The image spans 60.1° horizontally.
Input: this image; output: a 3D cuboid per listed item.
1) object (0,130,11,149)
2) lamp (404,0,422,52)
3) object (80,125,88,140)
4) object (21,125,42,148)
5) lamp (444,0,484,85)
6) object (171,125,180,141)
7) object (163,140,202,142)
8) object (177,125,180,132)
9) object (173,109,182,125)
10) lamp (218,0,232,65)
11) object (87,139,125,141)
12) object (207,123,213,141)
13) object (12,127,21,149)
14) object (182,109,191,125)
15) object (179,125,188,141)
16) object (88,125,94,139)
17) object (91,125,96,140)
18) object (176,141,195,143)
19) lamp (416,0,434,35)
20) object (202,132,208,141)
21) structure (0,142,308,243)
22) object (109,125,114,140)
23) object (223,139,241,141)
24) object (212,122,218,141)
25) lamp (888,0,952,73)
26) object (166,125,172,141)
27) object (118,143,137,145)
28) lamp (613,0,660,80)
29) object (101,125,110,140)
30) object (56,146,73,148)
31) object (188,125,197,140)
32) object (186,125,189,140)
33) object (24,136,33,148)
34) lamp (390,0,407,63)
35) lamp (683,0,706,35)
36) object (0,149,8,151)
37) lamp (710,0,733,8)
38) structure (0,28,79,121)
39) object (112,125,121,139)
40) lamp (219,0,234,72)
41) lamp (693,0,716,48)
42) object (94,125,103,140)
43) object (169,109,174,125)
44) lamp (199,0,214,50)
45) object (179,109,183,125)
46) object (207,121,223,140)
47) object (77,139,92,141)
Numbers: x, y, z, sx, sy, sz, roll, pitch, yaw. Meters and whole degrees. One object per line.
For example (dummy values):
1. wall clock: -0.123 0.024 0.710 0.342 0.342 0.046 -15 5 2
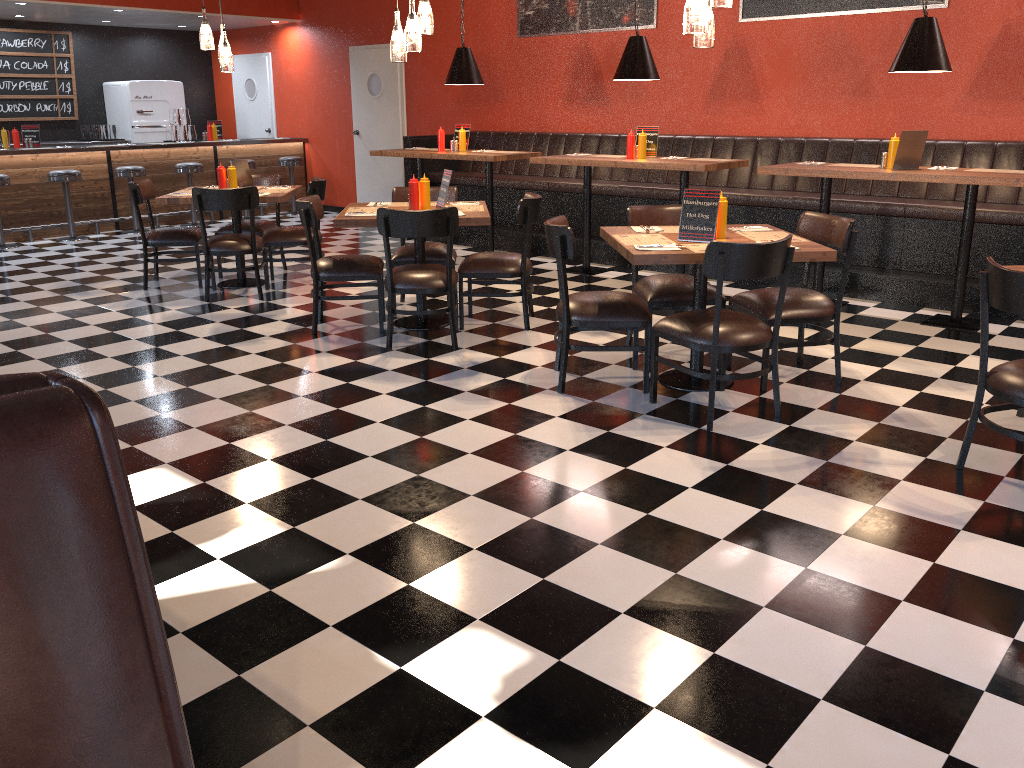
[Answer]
1. object: -5.652 -2.723 9.880 0.105 0.206 0.106 -1 16 -3
2. lamp: -0.624 -3.015 5.285 0.108 1.943 0.110 -2 15 -6
3. object: -5.932 -3.483 12.287 0.105 0.206 0.106 -1 16 -3
4. object: -5.536 -2.850 10.197 0.188 0.254 0.073 -4 16 -13
5. lamp: -0.460 -3.813 8.133 0.382 2.021 0.386 -2 16 -7
6. object: -4.374 -3.247 11.496 0.105 0.206 0.106 -1 16 -4
7. object: -4.328 -3.194 11.644 0.274 0.018 0.440 14 23 39
8. object: -4.381 -3.291 11.633 0.105 0.206 0.106 -1 16 -3
9. object: -4.341 -3.458 11.478 0.105 0.206 0.106 -1 16 -4
10. lamp: -2.301 -3.494 6.843 0.109 1.943 0.109 8 17 27
11. object: -5.584 -3.357 12.190 0.274 0.018 0.440 14 23 39
12. object: -4.009 -3.348 11.761 0.068 0.235 0.068 -5 16 -17
13. object: -5.639 -2.799 10.069 0.068 0.235 0.068 -11 19 -34
14. object: -4.255 -3.484 11.556 0.105 0.206 0.106 -1 16 -4
15. object: -4.294 -3.271 11.568 0.105 0.206 0.106 -1 16 -3
16. object: -5.811 -3.477 12.266 0.105 0.206 0.106 -1 16 -3
17. object: -5.683 -3.427 12.104 0.105 0.206 0.106 -1 16 -3
18. object: -4.195 -3.103 11.353 0.256 0.019 0.159 12 22 35
19. lamp: -0.556 -3.156 5.362 0.108 1.943 0.109 3 16 13
20. object: -4.091 -3.314 11.825 0.047 0.134 0.094 11 19 35
21. structure: -5.216 -2.101 10.111 0.216 1.027 7.089 13 22 39
22. object: -5.535 -3.482 12.272 0.105 0.206 0.106 -1 16 -3
23. object: -3.765 -3.269 11.866 0.256 0.019 0.159 12 21 35
24. object: -3.981 -3.376 11.847 0.068 0.235 0.068 2 16 10
25. lamp: 2.646 -3.006 5.501 0.382 2.021 0.386 -2 16 -7
26. object: -4.466 -3.266 11.557 0.105 0.206 0.106 -1 16 -4
27. object: -4.699 -2.922 10.793 0.256 0.019 0.158 15 23 40
28. lamp: 0.998 -3.434 6.898 0.382 2.021 0.386 -2 16 -7
29. object: -5.567 -3.441 12.145 0.105 0.206 0.106 -1 16 -3
30. object: -5.166 -2.738 10.224 0.158 0.019 0.257 -11 21 -31
31. object: -4.207 -3.298 11.652 0.105 0.206 0.106 -1 16 -4
32. object: -4.303 -3.319 11.719 0.105 0.206 0.106 -1 16 -4
33. object: -5.518 -2.759 10.112 0.093 0.134 0.047 0 16 1
34. lamp: -0.725 -2.979 5.368 0.109 1.943 0.109 -12 19 -35
35. lamp: 0.867 -2.623 4.009 0.108 1.943 0.109 6 17 22
36. object: -5.662 -2.573 9.716 0.256 0.019 0.159 12 22 35
37. lamp: 0.977 -2.710 3.912 0.108 1.943 0.110 -1 15 -2
38. structure: -7.485 -3.672 10.472 0.201 1.133 4.574 13 22 39
39. object: -5.444 -3.461 12.204 0.105 0.206 0.106 -1 16 -3
40. lamp: -2.257 -3.403 6.747 0.108 1.943 0.110 -1 15 -2
41. lamp: 0.938 -2.598 4.122 0.109 1.943 0.109 -12 19 -35
42. object: -5.610 -3.403 12.026 0.105 0.206 0.106 -1 16 -3
43. object: -4.413 -3.475 11.533 0.105 0.206 0.106 -1 16 -4
44. lamp: -2.422 -3.585 6.765 0.109 1.943 0.109 9 18 32
45. object: -4.343 -3.504 11.623 0.105 0.206 0.106 -1 16 -4
46. object: -4.015 -3.427 11.978 0.188 0.254 0.073 -4 16 -13
47. object: -5.817 -3.414 12.378 0.274 0.018 0.440 14 23 39
